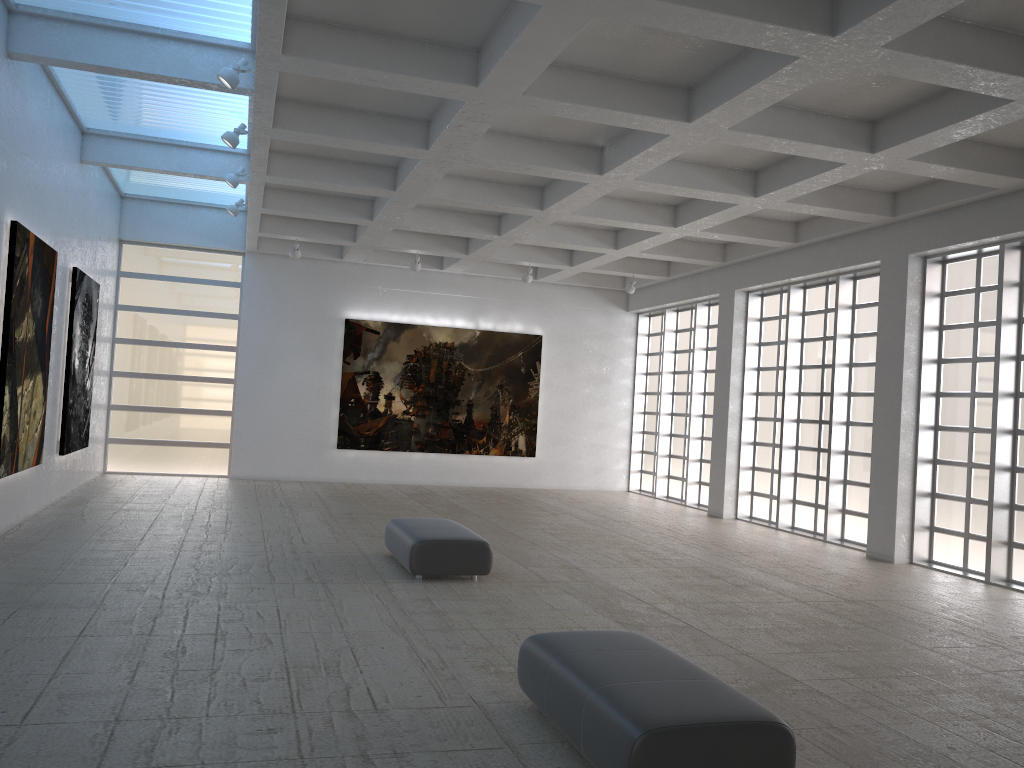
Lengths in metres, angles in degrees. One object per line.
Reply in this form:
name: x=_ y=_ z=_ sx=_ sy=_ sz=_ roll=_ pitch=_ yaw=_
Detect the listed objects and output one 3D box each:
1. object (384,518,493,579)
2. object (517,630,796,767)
object: x=-1.553 y=3.279 z=17.901 sx=1.616 sy=0.828 sz=3.044 roll=4 pitch=-2 yaw=-17
object: x=1.250 y=3.199 z=8.804 sx=1.616 sy=0.828 sz=3.044 roll=4 pitch=-2 yaw=-17
